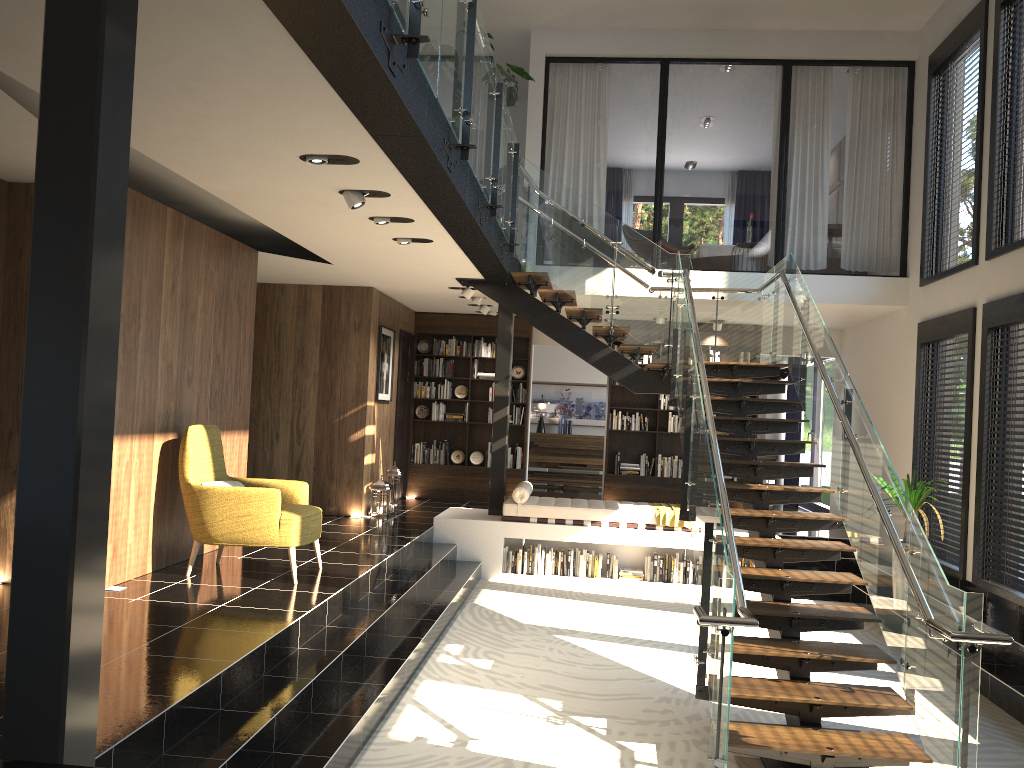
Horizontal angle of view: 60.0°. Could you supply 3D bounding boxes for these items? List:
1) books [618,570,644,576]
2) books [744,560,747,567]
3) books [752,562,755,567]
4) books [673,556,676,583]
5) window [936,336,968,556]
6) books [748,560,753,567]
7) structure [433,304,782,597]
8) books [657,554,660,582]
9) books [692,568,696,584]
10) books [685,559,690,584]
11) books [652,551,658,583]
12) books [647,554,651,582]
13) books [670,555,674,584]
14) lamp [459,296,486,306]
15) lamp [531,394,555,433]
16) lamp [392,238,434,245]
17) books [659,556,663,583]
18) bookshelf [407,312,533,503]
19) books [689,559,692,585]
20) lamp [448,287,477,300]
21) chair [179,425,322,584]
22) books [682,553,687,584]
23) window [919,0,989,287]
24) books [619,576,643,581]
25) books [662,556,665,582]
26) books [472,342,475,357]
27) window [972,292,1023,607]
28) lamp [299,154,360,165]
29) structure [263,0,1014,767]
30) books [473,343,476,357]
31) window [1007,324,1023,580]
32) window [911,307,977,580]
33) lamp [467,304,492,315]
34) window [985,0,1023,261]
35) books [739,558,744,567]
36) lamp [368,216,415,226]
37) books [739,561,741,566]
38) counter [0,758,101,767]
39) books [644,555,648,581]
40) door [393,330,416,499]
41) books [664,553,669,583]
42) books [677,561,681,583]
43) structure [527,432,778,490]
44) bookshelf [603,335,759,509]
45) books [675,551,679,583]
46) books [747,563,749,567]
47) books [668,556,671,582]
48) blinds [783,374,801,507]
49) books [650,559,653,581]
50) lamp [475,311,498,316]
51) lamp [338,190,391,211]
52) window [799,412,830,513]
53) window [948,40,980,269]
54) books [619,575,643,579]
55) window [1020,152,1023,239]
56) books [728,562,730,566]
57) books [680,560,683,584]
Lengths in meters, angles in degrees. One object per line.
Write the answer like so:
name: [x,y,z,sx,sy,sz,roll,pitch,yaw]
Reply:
books: [1.321,2.103,9.852,0.274,0.025,0.156,3,-2,2]
books: [2.539,2.082,9.708,0.030,0.273,0.185,3,-1,5]
books: [2.633,2.090,9.680,0.037,0.264,0.272,3,-1,5]
books: [1.784,2.049,9.786,0.027,0.270,0.188,3,-1,5]
window: [4.441,0.572,8.690,0.005,2.296,1.221,3,-1,5]
books: [2.597,2.078,9.721,0.043,0.287,0.147,3,-1,6]
structure: [1.112,0.613,10.270,3.781,3.244,1.149,3,-1,5]
books: [1.614,2.035,9.824,0.030,0.284,0.176,3,-1,5]
books: [2.024,2.048,9.783,0.066,0.293,0.142,3,-1,5]
books: [1.928,2.063,9.761,0.036,0.253,0.178,3,-1,5]
books: [1.575,2.016,9.794,0.043,0.316,0.209,3,-1,5]
books: [1.512,2.035,9.812,0.030,0.273,0.168,3,-1,5]
books: [1.756,2.038,9.767,0.026,0.287,0.204,3,-1,5]
lamp: [-0.490,-1.084,10.916,0.346,0.231,0.195,3,-1,5]
lamp: [0.542,0.547,16.170,0.470,0.725,0.470,3,-1,-2]
lamp: [-0.821,-1.240,7.363,0.346,0.177,0.195,3,-1,5]
books: [1.641,2.043,9.795,0.029,0.268,0.173,3,-1,5]
bookshelf: [-0.608,0.345,12.859,1.703,2.682,0.273,3,-1,5]
books: [1.956,2.063,9.759,0.019,0.256,0.186,3,-1,5]
lamp: [-0.562,-1.096,10.145,0.346,0.262,0.195,3,-1,5]
chair: [-1.973,0.878,6.742,1.030,1.097,0.808,3,-1,4]
books: [1.897,2.030,9.781,0.033,0.318,0.153,3,-1,5]
window: [4.511,-2.285,8.756,0.358,2.475,1.394,3,-1,5]
books: [1.318,2.152,9.846,0.257,0.024,0.167,3,-2,5]
books: [1.670,2.045,9.800,0.029,0.268,0.146,3,-1,5]
books: [-0.546,-0.496,12.906,0.023,0.213,0.194,3,-1,5]
window: [4.221,0.507,7.076,0.358,2.475,1.499,3,-1,5]
lamp: [-1.035,-1.333,5.046,0.346,0.158,0.195,3,-2,5]
structure: [0.851,0.074,6.500,3.447,4.867,7.282,3,-2,5]
books: [-0.529,-0.492,12.858,0.021,0.204,0.224,3,-1,5]
window: [4.291,0.510,7.061,0.005,2.296,1.313,3,-1,5]
window: [4.371,0.569,8.705,0.358,2.475,1.394,3,-1,5]
lamp: [-0.419,-1.041,11.688,0.346,0.262,0.195,3,-1,5]
window: [4.364,-2.342,7.167,0.358,2.475,1.394,3,-1,5]
books: [2.506,2.053,9.723,0.042,0.328,0.205,3,-1,5]
lamp: [-0.892,-1.268,6.590,0.346,0.177,0.195,3,-1,5]
books: [2.468,2.072,9.711,0.028,0.285,0.211,3,-1,5]
counter: [-0.019,0.302,0.270,3.573,0.041,0.698,3,-2,5]
books: [1.487,2.040,9.842,0.026,0.263,0.156,3,-1,5]
door: [-1.543,0.457,12.322,0.104,2.347,0.931,3,-1,5]
books: [1.703,2.028,9.801,0.035,0.305,0.151,3,-1,5]
books: [1.841,2.074,9.808,0.026,0.226,0.132,3,-1,5]
structure: [1.532,1.424,16.121,6.276,0.981,0.886,3,-1,5]
bookshelf: [2.401,0.483,12.577,2.090,2.682,0.273,3,-1,5]
books: [1.815,2.023,9.803,0.029,0.326,0.153,3,-1,5]
books: [2.564,2.092,9.718,0.019,0.255,0.180,3,-1,5]
books: [1.736,2.048,9.832,0.026,0.270,0.128,3,-1,5]
blinds: [4.758,0.701,15.068,0.161,2.769,1.080,3,-1,4]
books: [1.541,2.061,9.825,0.027,0.226,0.165,3,-1,5]
lamp: [-0.345,-1.055,12.463,0.346,0.177,0.195,3,-1,5]
lamp: [-0.966,-1.261,5.818,0.346,0.247,0.195,3,-1,5]
window: [4.849,0.765,14.154,0.184,2.475,2.982,3,-1,5]
window: [4.581,-2.282,8.741,0.005,2.296,1.221,3,-1,5]
books: [1.320,2.128,9.846,0.261,0.024,0.167,3,-2,2]
window: [4.434,-2.339,7.153,0.005,2.296,1.221,3,-1,5]
books: [2.381,2.087,9.706,0.024,0.246,0.212,3,-1,5]
books: [1.866,2.072,9.787,0.028,0.231,0.158,3,-1,5]
